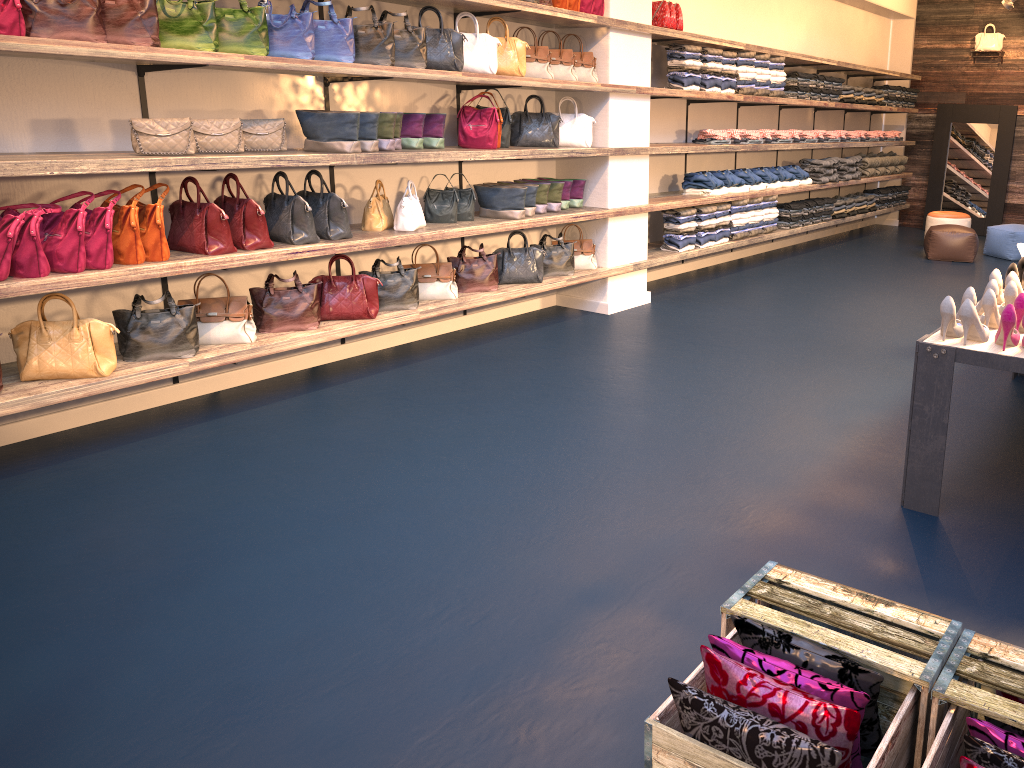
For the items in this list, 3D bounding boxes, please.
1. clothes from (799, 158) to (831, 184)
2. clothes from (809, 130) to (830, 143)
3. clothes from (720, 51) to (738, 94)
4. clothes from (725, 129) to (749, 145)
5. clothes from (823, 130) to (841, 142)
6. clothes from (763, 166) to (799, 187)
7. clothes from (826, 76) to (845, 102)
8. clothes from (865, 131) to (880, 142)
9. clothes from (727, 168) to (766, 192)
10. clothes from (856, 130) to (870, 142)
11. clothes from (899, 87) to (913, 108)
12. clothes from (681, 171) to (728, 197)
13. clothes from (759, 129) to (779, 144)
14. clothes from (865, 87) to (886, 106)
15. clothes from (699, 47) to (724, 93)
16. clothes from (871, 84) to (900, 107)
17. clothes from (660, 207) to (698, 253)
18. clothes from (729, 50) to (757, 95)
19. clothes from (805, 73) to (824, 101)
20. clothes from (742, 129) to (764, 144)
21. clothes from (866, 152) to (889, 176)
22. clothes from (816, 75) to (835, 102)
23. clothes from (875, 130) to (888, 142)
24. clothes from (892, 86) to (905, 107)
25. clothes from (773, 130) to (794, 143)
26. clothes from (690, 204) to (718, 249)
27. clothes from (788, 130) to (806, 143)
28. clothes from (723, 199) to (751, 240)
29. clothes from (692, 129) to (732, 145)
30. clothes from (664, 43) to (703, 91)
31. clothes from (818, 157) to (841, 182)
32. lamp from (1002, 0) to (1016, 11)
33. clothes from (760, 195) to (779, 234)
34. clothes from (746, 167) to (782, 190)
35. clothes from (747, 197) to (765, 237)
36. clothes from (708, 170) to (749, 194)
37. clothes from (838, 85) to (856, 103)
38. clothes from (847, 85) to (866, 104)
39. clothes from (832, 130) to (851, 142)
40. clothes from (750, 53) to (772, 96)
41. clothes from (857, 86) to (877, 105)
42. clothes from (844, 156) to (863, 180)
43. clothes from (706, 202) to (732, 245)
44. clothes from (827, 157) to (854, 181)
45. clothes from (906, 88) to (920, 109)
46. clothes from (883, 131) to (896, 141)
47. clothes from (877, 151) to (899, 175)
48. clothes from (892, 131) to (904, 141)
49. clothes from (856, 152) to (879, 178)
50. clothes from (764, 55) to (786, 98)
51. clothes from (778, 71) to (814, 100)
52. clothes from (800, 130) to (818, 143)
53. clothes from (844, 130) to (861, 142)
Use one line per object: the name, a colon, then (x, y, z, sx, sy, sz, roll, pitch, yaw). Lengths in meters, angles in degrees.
clothes: (3.670, -2.588, 10.560, 0.350, 0.298, 0.380, 8, 18, 25)
clothes: (3.719, -3.039, 10.649, 0.298, 0.152, 0.383, 12, 20, 31)
clothes: (2.001, -2.994, 8.335, 0.235, 0.404, 0.348, 14, 20, 42)
clothes: (2.235, -2.522, 8.851, 0.298, 0.152, 0.383, 12, 20, 31)
clothes: (3.976, -3.133, 10.996, 0.343, 0.156, 0.331, -9, 20, -30)
clothes: (3.020, -2.376, 9.928, 0.466, 0.236, 0.395, -11, 20, -35)
clothes: (3.818, -3.569, 10.522, 0.326, 0.294, 0.335, 16, 22, 42)
clothes: (4.984, -3.485, 12.217, 0.343, 0.156, 0.331, -9, 20, -30)
clothes: (2.440, -2.173, 9.225, 0.394, 0.236, 0.467, 13, 21, 35)
clothes: (4.711, -3.385, 11.851, 0.298, 0.152, 0.383, 12, 20, 31)
clothes: (5.682, -4.218, 12.780, 0.327, 0.294, 0.333, 13, 20, 36)
clothes: (1.866, -1.973, 8.529, 0.394, 0.236, 0.467, 13, 21, 35)
clothes: (2.725, -2.693, 9.445, 0.298, 0.152, 0.383, 12, 20, 31)
clothes: (4.931, -3.964, 11.965, 0.387, 0.247, 0.378, 12, 20, 33)
clothes: (1.796, -2.911, 8.049, 0.235, 0.404, 0.348, 14, 20, 42)
clothes: (5.246, -4.061, 12.236, 0.343, 0.294, 0.356, 14, 21, 38)
clothes: (1.566, -1.454, 8.118, 0.235, 0.404, 0.348, 14, 20, 42)
clothes: (2.261, -3.097, 8.635, 0.363, 0.448, 0.250, -12, 19, -38)
clothes: (3.373, -3.413, 9.982, 0.343, 0.294, 0.347, 9, 18, 25)
clothes: (2.480, -2.612, 9.184, 0.343, 0.156, 0.331, -9, 20, -30)
clothes: (5.201, -3.163, 12.462, 0.312, 0.336, 0.429, 15, 21, 42)
clothes: (3.595, -3.491, 10.252, 0.327, 0.294, 0.333, 13, 20, 36)
clothes: (5.228, -3.566, 12.479, 0.298, 0.152, 0.383, 12, 20, 31)
clothes: (5.460, -4.141, 12.511, 0.343, 0.294, 0.347, 9, 18, 25)
clothes: (2.984, -2.788, 9.794, 0.343, 0.156, 0.331, -9, 20, -30)
clothes: (1.823, -1.531, 8.391, 0.235, 0.404, 0.348, 14, 20, 42)
clothes: (3.228, -2.869, 10.055, 0.298, 0.152, 0.383, 12, 20, 31)
clothes: (2.288, -1.718, 8.977, 0.363, 0.448, 0.250, -12, 19, -38)
clothes: (1.990, -2.441, 8.590, 0.343, 0.156, 0.331, -9, 20, -30)
clothes: (1.540, -2.833, 7.776, 0.235, 0.404, 0.348, 14, 20, 42)
clothes: (3.920, -2.687, 10.875, 0.366, 0.312, 0.387, 8, 17, 23)
lamp: (6.515, -5.029, 11.352, 0.186, 0.322, 0.237, -2, 15, -7)
clothes: (2.756, -1.881, 9.544, 0.363, 0.448, 0.250, -12, 19, -38)
clothes: (2.720, -2.270, 9.563, 0.394, 0.236, 0.467, 13, 21, 35)
clothes: (2.510, -1.795, 9.247, 0.363, 0.448, 0.250, -12, 19, -38)
clothes: (2.167, -2.078, 8.894, 0.466, 0.236, 0.395, -11, 20, -35)
clothes: (4.108, -3.677, 10.970, 0.379, 0.247, 0.385, -13, 22, -41)
clothes: (4.379, -3.771, 11.295, 0.387, 0.247, 0.378, 12, 20, 33)
clothes: (4.221, -3.214, 11.257, 0.298, 0.152, 0.383, 12, 20, 31)
clothes: (2.484, -3.175, 8.905, 0.363, 0.448, 0.250, -12, 19, -38)
clothes: (4.661, -3.870, 11.640, 0.379, 0.247, 0.385, -13, 22, -41)
clothes: (4.457, -2.874, 11.525, 0.366, 0.312, 0.387, 8, 17, 23)
clothes: (2.028, -1.614, 8.677, 0.235, 0.404, 0.348, 14, 20, 42)
clothes: (4.207, -2.775, 11.210, 0.350, 0.298, 0.380, 8, 18, 25)
clothes: (5.905, -4.296, 13.051, 0.326, 0.294, 0.335, 16, 22, 42)
clothes: (5.474, -3.656, 12.811, 0.343, 0.156, 0.331, -9, 20, -30)
clothes: (5.501, -3.268, 12.825, 0.312, 0.336, 0.429, 15, 21, 42)
clothes: (5.719, -3.737, 13.072, 0.298, 0.152, 0.383, 12, 20, 31)
clothes: (4.901, -3.058, 12.098, 0.312, 0.336, 0.429, 15, 21, 42)
clothes: (2.729, -3.261, 9.202, 0.363, 0.448, 0.250, -12, 19, -38)
clothes: (3.159, -3.334, 9.708, 0.343, 0.294, 0.356, 14, 21, 38)
clothes: (3.474, -2.958, 10.388, 0.343, 0.156, 0.331, -9, 20, -30)
clothes: (4.466, -3.304, 11.590, 0.343, 0.156, 0.331, -9, 20, -30)
